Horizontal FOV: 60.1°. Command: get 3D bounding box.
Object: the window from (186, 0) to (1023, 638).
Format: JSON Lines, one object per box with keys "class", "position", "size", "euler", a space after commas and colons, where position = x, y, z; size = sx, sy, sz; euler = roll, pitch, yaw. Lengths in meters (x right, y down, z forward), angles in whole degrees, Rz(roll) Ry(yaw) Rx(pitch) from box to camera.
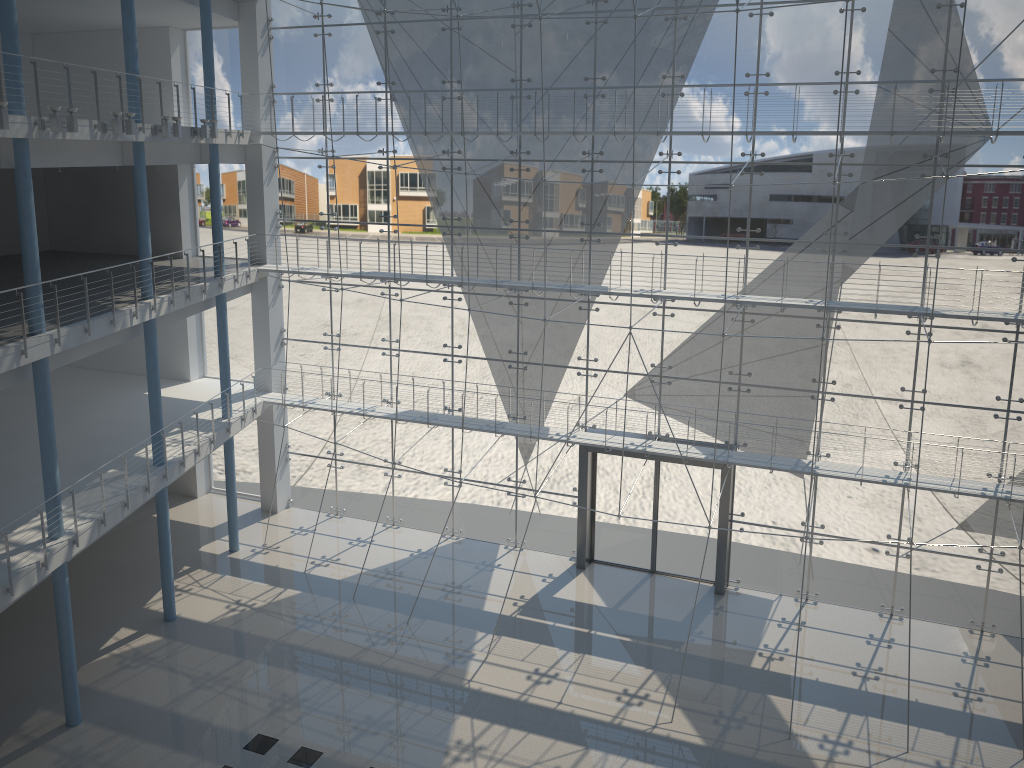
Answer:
{"class": "window", "position": [0.473, -0.668, 2.964], "size": [3.856, 2.737, 0.010], "euler": [6, 12, 21]}
